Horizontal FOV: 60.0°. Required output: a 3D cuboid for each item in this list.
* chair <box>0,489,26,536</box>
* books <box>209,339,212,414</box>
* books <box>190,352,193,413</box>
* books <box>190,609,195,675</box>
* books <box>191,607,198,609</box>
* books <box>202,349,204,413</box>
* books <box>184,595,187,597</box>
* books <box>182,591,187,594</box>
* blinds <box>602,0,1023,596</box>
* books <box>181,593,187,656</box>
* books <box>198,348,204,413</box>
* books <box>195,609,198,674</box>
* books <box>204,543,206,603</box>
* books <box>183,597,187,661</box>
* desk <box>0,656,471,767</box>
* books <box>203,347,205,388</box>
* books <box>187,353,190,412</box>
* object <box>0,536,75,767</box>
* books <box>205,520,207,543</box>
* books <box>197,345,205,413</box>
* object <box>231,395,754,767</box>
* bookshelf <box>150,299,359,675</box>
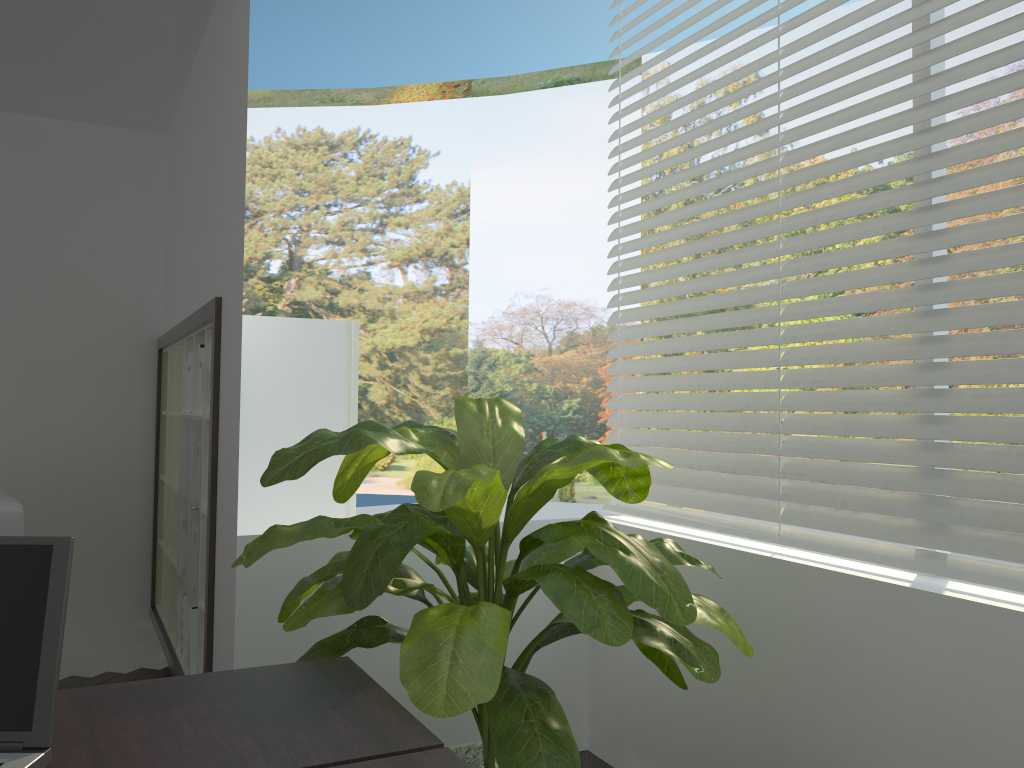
[{"bbox_3d":[-2.476,0.827,3.377,0.944,0.817,1.155,2,-2,-36],"label":"chair"},{"bbox_3d":[-1.020,-0.025,3.315,0.207,0.276,0.040,2,-3,-26],"label":"books"},{"bbox_3d":[-1.282,-0.005,3.831,0.207,0.260,0.060,2,-3,-26],"label":"books"},{"bbox_3d":[-1.177,1.023,3.542,0.207,0.258,0.058,2,-3,-26],"label":"books"},{"bbox_3d":[-1.185,1.022,3.567,0.207,0.260,0.060,2,-3,-26],"label":"books"},{"bbox_3d":[-1.114,-0.009,3.504,0.207,0.252,0.040,2,-3,-26],"label":"books"},{"bbox_3d":[-1.293,1.027,3.783,0.207,0.260,0.060,2,-3,-26],"label":"books"},{"bbox_3d":[-1.333,1.031,3.872,0.207,0.258,0.040,2,-3,-26],"label":"books"},{"bbox_3d":[1.208,-1.723,1.394,1.219,4.268,3.915,1,-2,-8],"label":"blinds"},{"bbox_3d":[-1.317,1.029,3.827,0.207,0.258,0.040,2,-3,-26],"label":"books"},{"bbox_3d":[-1.138,-0.012,3.539,0.207,0.258,0.040,2,-3,-26],"label":"books"},{"bbox_3d":[-1.155,1.021,3.534,0.207,0.258,0.058,2,-3,-26],"label":"books"},{"bbox_3d":[-1.029,0.649,3.289,0.211,0.297,0.032,2,-3,-27],"label":"books"},{"bbox_3d":[-1.285,1.028,3.758,0.207,0.258,0.058,2,-3,-26],"label":"books"},{"bbox_3d":[-0.906,0.833,0.818,1.812,0.698,0.974,1,-2,-27],"label":"desk"},{"bbox_3d":[-1.093,-0.020,3.457,0.207,0.272,0.053,2,-3,-26],"label":"books"},{"bbox_3d":[-1.306,-0.004,3.873,0.207,0.258,0.040,2,-3,-26],"label":"books"},{"bbox_3d":[-0.785,0.345,1.043,0.380,0.288,0.319,1,-2,-2],"label":"object"},{"bbox_3d":[-1.020,0.646,3.275,0.219,0.303,0.032,2,-3,-27],"label":"books"},{"bbox_3d":[-1.171,-0.018,3.616,0.207,0.276,0.040,2,-3,-26],"label":"books"},{"bbox_3d":[-0.045,0.624,2.061,1.120,1.199,1.025,-1,-3,42],"label":"object"},{"bbox_3d":[-1.249,0.487,3.979,0.501,1.497,2.099,2,-2,-27],"label":"bookshelf"}]
